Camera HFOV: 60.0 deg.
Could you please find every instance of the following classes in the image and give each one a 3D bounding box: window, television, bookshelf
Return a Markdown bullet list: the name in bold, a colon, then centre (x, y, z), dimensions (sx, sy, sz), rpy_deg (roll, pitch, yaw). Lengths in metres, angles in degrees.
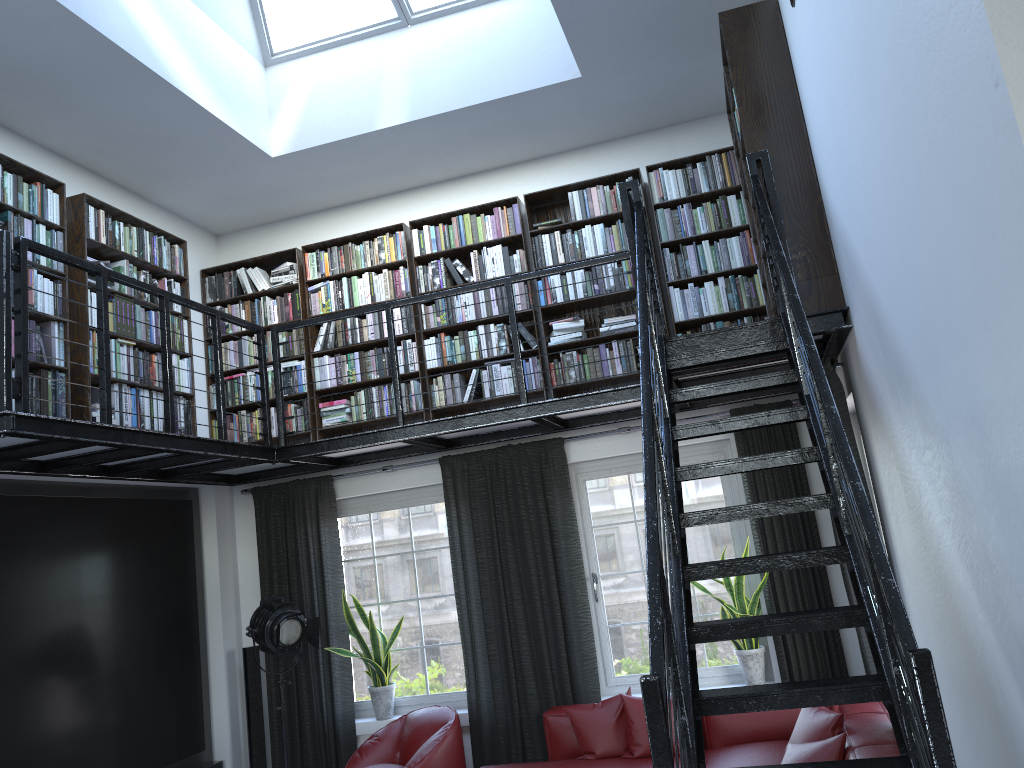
- **window**: centre (-0.849, 1.608, 6.591), dimensions (1.165, 1.618, 0.132), rpy_deg (-11, -13, 14)
- **window**: centre (1.066, 1.262, 6.118), dimensions (1.165, 1.618, 0.132), rpy_deg (-11, -13, 14)
- **window**: centre (2.088, 0.881, 4.802), dimensions (0.133, 1.618, 1.160), rpy_deg (-11, -12, 14)
- **television**: centre (-2.656, 1.736, 4.884), dimensions (0.116, 2.446, 3.332), rpy_deg (-11, -12, 14)
- **bookshelf**: centre (-0.588, -0.685, 5.194), dimensions (4.468, 1.629, 3.070), rpy_deg (-10, -11, 14)

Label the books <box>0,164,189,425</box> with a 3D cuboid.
- **books**: centre (-2.707, -0.463, 5.292), dimensions (0.314, 1.434, 2.193), rpy_deg (-11, -11, 14)

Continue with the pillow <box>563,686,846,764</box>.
- **pillow**: centre (1.253, 1.916, 4.994), dimensions (0.983, 0.405, 1.941), rpy_deg (-1, -13, -33)

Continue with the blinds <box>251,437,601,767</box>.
- **blinds**: centre (-0.679, 1.739, 6.296), dimensions (2.504, 2.404, 0.124), rpy_deg (-10, -13, 14)

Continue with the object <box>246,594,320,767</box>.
- **object**: centre (-0.400, 2.059, 5.903), dimensions (2.906, 1.591, 0.747), rpy_deg (-7, -12, -2)

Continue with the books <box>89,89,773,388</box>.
- **books**: centre (-0.540, -0.739, 5.327), dimensions (4.376, 1.415, 1.163), rpy_deg (-10, -12, 14)

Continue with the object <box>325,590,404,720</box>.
- **object**: centre (-1.124, 1.936, 6.340), dimensions (0.551, 0.947, 0.523), rpy_deg (-13, -13, 24)

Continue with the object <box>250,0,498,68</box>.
- **object**: centre (-0.896, -2.841, 5.615), dimensions (2.218, 0.638, 1.178), rpy_deg (-10, -11, 14)

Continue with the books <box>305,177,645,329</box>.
- **books**: centre (-0.277, -0.843, 6.579), dimensions (2.632, 0.834, 0.212), rpy_deg (-10, -13, 14)

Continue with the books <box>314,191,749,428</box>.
- **books**: centre (0.141, -0.482, 6.399), dimensions (3.386, 1.131, 0.239), rpy_deg (-10, -13, 14)

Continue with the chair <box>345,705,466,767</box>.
- **chair**: centre (-0.707, 2.506, 5.654), dimensions (0.830, 0.717, 0.824), rpy_deg (-3, -12, -24)

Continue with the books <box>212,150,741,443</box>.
- **books**: centre (-0.384, -0.635, 6.051), dimensions (4.427, 1.440, 1.278), rpy_deg (-11, -12, 15)

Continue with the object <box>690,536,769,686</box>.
- **object**: centre (1.416, 1.473, 5.690), dimensions (0.553, 0.947, 0.522), rpy_deg (-8, -12, 3)

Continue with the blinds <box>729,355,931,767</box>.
- **blinds**: centre (1.912, 1.137, 4.949), dimensions (0.528, 2.398, 1.735), rpy_deg (-7, -12, -4)

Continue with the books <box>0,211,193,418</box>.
- **books**: centre (-0.612, -0.637, 5.081), dimensions (4.328, 1.149, 1.589), rpy_deg (-10, -11, 13)

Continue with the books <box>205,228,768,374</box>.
- **books**: centre (-0.238, -0.556, 6.502), dimensions (4.434, 1.407, 0.240), rpy_deg (-10, -13, 14)

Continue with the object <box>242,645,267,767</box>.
- **object**: centre (-1.858, 2.527, 6.377), dimensions (0.157, 1.230, 0.157), rpy_deg (-15, -14, 29)

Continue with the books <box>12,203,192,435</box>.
- **books**: centre (-0.701, -0.810, 4.821), dimensions (4.370, 1.420, 2.192), rpy_deg (-10, -11, 13)

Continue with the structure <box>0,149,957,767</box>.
- **structure**: centre (-0.579, 0.833, 4.111), dimensions (4.481, 3.380, 4.588), rpy_deg (-10, -11, 14)

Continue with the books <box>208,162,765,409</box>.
- **books**: centre (-0.238, -0.566, 6.508), dimensions (4.428, 1.423, 0.225), rpy_deg (-10, -13, 14)

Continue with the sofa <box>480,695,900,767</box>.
- **sofa**: centre (0.634, 2.090, 4.166), dimensions (2.537, 0.661, 3.260), rpy_deg (-10, -11, 14)
